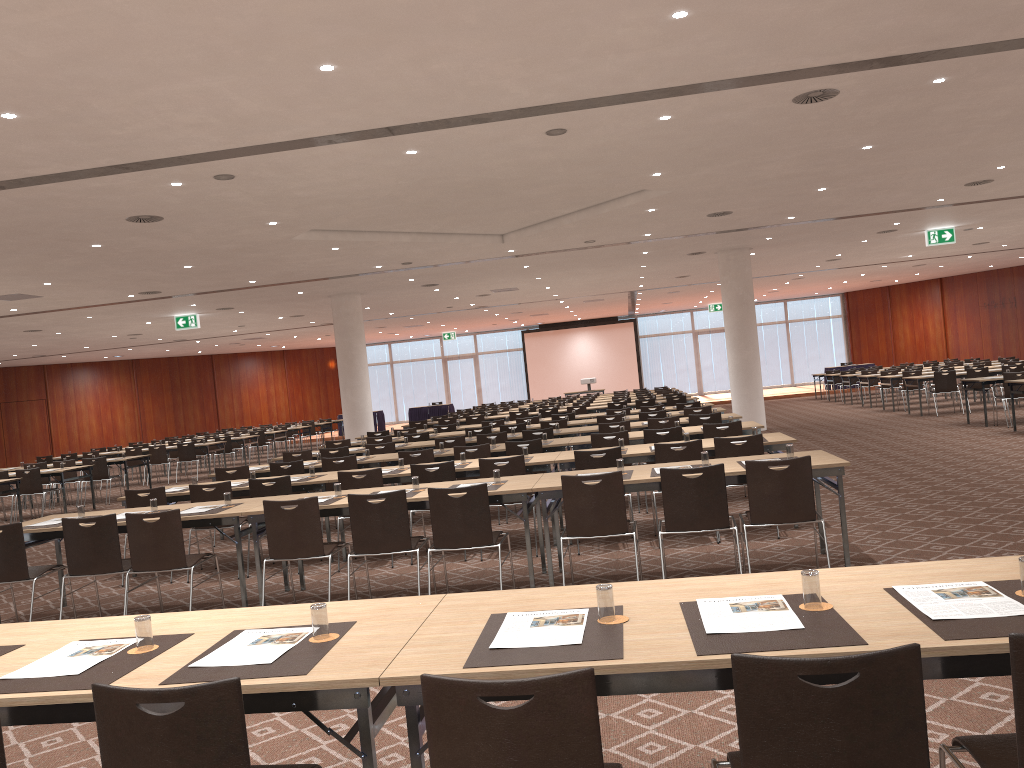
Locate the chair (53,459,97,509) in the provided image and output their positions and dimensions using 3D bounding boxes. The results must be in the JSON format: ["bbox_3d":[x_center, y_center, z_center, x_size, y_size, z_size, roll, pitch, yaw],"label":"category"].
[{"bbox_3d":[-8.781,1.970,17.725,0.536,0.939,0.613,-6,1,8],"label":"chair"}]

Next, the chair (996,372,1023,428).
[{"bbox_3d":[8.730,0.246,15.295,0.536,0.939,0.613,-6,1,7],"label":"chair"}]

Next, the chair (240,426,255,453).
[{"bbox_3d":[-9.305,1.960,31.411,0.535,0.939,0.613,-6,1,6],"label":"chair"}]

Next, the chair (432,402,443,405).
[{"bbox_3d":[-2.957,1.186,35.017,0.536,0.939,0.613,-6,1,10],"label":"chair"}]

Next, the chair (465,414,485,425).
[{"bbox_3d":[-0.771,1.166,20.142,0.536,0.939,0.613,-6,1,8],"label":"chair"}]

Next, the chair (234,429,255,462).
[{"bbox_3d":[-8.215,1.871,27.290,0.536,0.939,0.613,-6,1,8],"label":"chair"}]

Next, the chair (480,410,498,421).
[{"bbox_3d":[-0.508,1.130,22.202,0.536,0.939,0.613,-6,1,9],"label":"chair"}]

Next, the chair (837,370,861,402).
[{"bbox_3d":[10.151,0.053,26.778,0.536,0.939,0.613,-6,1,10],"label":"chair"}]

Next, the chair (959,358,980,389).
[{"bbox_3d":[13.666,-0.293,26.365,0.536,0.939,0.613,-6,1,10],"label":"chair"}]

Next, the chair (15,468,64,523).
[{"bbox_3d":[-8.366,1.939,15.652,0.536,0.939,0.613,-6,1,10],"label":"chair"}]

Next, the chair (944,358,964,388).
[{"bbox_3d":[13.937,-0.328,28.204,0.536,0.939,0.613,-6,1,7],"label":"chair"}]

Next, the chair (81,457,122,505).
[{"bbox_3d":[-8.174,1.911,17.569,0.536,0.939,0.613,-6,1,5],"label":"chair"}]

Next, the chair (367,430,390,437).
[{"bbox_3d":[-2.461,1.348,16.875,0.536,0.939,0.613,-6,1,7],"label":"chair"}]

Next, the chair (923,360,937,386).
[{"bbox_3d":[13.348,-0.271,28.365,0.536,0.939,0.613,-6,1,5],"label":"chair"}]

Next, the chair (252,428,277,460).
[{"bbox_3d":[-7.608,1.811,27.149,0.536,0.939,0.613,-6,1,10],"label":"chair"}]

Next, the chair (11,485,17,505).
[{"bbox_3d":[-10.451,2.135,17.875,0.536,0.939,0.613,-6,1,8],"label":"chair"}]

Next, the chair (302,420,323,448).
[{"bbox_3d":[-7.036,1.736,31.106,0.536,0.939,0.613,-6,1,10],"label":"chair"}]

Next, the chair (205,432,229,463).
[{"bbox_3d":[-9.147,1.963,27.356,0.535,0.939,0.613,-6,1,5],"label":"chair"}]

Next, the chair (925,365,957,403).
[{"bbox_3d":[10.882,0.000,22.563,0.536,0.939,0.613,-6,1,5],"label":"chair"}]

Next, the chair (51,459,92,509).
[{"bbox_3d":[-8.830,1.975,17.731,0.536,0.939,0.613,-6,1,5],"label":"chair"}]

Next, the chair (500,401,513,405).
[{"bbox_3d":[-0.111,1.054,30.217,0.536,0.939,0.613,-6,1,9],"label":"chair"}]

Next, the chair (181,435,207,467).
[{"bbox_3d":[-9.861,2.033,27.370,0.536,0.939,0.613,-6,1,10],"label":"chair"}]

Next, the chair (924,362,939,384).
[{"bbox_3d":[12.495,-0.177,26.462,0.536,0.939,0.613,-6,1,6],"label":"chair"}]

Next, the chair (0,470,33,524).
[{"bbox_3d":[-9.013,2.002,15.782,0.536,0.939,0.613,-6,1,7],"label":"chair"}]

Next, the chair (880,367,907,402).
[{"bbox_3d":[10.565,0.022,24.623,0.536,0.939,0.613,-6,1,9],"label":"chair"}]

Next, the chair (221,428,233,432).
[{"bbox_3d":[-9.970,2.026,31.419,0.536,0.939,0.613,-6,1,5],"label":"chair"}]

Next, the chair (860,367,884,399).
[{"bbox_3d":[10.832,-0.014,26.746,0.536,0.939,0.613,-6,1,9],"label":"chair"}]

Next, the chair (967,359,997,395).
[{"bbox_3d":[12.885,-0.207,24.393,0.536,0.939,0.613,-6,1,6],"label":"chair"}]

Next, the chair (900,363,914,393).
[{"bbox_3d":[12.628,-0.199,28.380,0.536,0.939,0.613,-6,1,5],"label":"chair"}]

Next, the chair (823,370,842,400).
[{"bbox_3d":[10.387,0.021,28.681,0.536,0.939,0.613,-6,1,10],"label":"chair"}]

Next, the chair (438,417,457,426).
[{"bbox_3d":[-1.405,1.228,20.305,0.536,0.939,0.613,-6,1,8],"label":"chair"}]

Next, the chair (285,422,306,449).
[{"bbox_3d":[-7.646,1.797,31.106,0.536,0.939,0.613,-6,1,6],"label":"chair"}]

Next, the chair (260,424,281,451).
[{"bbox_3d":[-8.590,1.889,31.375,0.536,0.939,0.613,-6,1,6],"label":"chair"}]

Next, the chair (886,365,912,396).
[{"bbox_3d":[11.529,-0.082,26.510,0.536,0.939,0.613,-6,1,6],"label":"chair"}]

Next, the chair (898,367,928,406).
[{"bbox_3d":[10.259,0.061,22.729,0.536,0.939,0.613,-6,1,5],"label":"chair"}]

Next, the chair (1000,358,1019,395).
[{"bbox_3d":[12.520,-0.161,22.343,0.536,0.939,0.613,-6,1,10],"label":"chair"}]

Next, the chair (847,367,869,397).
[{"bbox_3d":[11.156,-0.055,28.660,0.536,0.939,0.613,-6,1,6],"label":"chair"}]

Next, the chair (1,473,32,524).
[{"bbox_3d":[-9.018,2.003,15.782,0.535,0.939,0.613,-6,1,5],"label":"chair"}]

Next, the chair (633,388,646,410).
[{"bbox_3d":[4.305,0.620,29.624,0.536,0.939,0.613,-6,1,6],"label":"chair"}]

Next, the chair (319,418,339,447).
[{"bbox_3d":[-6.406,1.675,30.940,0.536,0.939,0.613,-6,1,8],"label":"chair"}]

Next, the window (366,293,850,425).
[{"bbox_3d":[3.338,-0.936,40.327,22.964,3.873,0.217,-6,1,8],"label":"window"}]

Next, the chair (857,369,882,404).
[{"bbox_3d":[9.998,0.077,24.841,0.536,0.939,0.613,-6,1,6],"label":"chair"}]

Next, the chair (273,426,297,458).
[{"bbox_3d":[-6.940,1.746,26.977,0.536,0.939,0.613,-6,1,10],"label":"chair"}]

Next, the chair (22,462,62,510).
[{"bbox_3d":[-9.485,2.039,17.862,0.536,0.939,0.613,-6,1,10],"label":"chair"}]

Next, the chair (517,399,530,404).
[{"bbox_3d":[0.451,0.999,30.064,0.536,0.939,0.613,-6,1,5],"label":"chair"}]

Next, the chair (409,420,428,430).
[{"bbox_3d":[-2.068,1.293,20.352,0.536,0.939,0.613,-6,1,9],"label":"chair"}]

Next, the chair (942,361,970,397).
[{"bbox_3d":[12.244,-0.144,24.539,0.536,0.939,0.613,-6,1,9],"label":"chair"}]

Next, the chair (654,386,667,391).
[{"bbox_3d":[4.986,0.553,29.454,0.536,0.939,0.613,-6,1,10],"label":"chair"}]

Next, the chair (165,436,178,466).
[{"bbox_3d":[-10.471,2.093,27.593,0.536,0.939,0.613,-6,1,5],"label":"chair"}]

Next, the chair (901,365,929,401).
[{"bbox_3d":[11.163,-0.037,24.624,0.536,0.939,0.613,-6,1,5],"label":"chair"}]

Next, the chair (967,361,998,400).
[{"bbox_3d":[11.916,-0.102,22.506,0.536,0.939,0.613,-6,1,9],"label":"chair"}]

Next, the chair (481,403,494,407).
[{"bbox_3d":[-0.752,1.118,30.261,0.536,0.939,0.613,-6,1,10],"label":"chair"}]

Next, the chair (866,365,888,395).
[{"bbox_3d":[11.742,-0.113,28.641,0.536,0.939,0.613,-6,1,9],"label":"chair"}]

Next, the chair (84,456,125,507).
[{"bbox_3d":[-8.096,1.903,17.558,0.536,0.939,0.613,-6,1,7],"label":"chair"}]

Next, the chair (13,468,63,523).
[{"bbox_3d":[-8.410,1.943,15.658,0.536,0.939,0.613,-6,1,7],"label":"chair"}]

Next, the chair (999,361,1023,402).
[{"bbox_3d":[11.627,-0.064,20.446,0.536,0.939,0.613,-6,1,6],"label":"chair"}]

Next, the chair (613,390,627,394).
[{"bbox_3d":[3.650,0.684,29.634,0.536,0.939,0.613,-6,1,6],"label":"chair"}]

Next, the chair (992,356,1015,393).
[{"bbox_3d":[13.489,-0.266,24.230,0.536,0.939,0.613,-6,1,9],"label":"chair"}]

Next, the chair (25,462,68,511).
[{"bbox_3d":[-9.419,2.033,17.854,0.536,0.939,0.613,-6,1,7],"label":"chair"}]

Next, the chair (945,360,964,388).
[{"bbox_3d":[13.049,-0.232,26.306,0.536,0.939,0.613,-6,1,7],"label":"chair"}]
